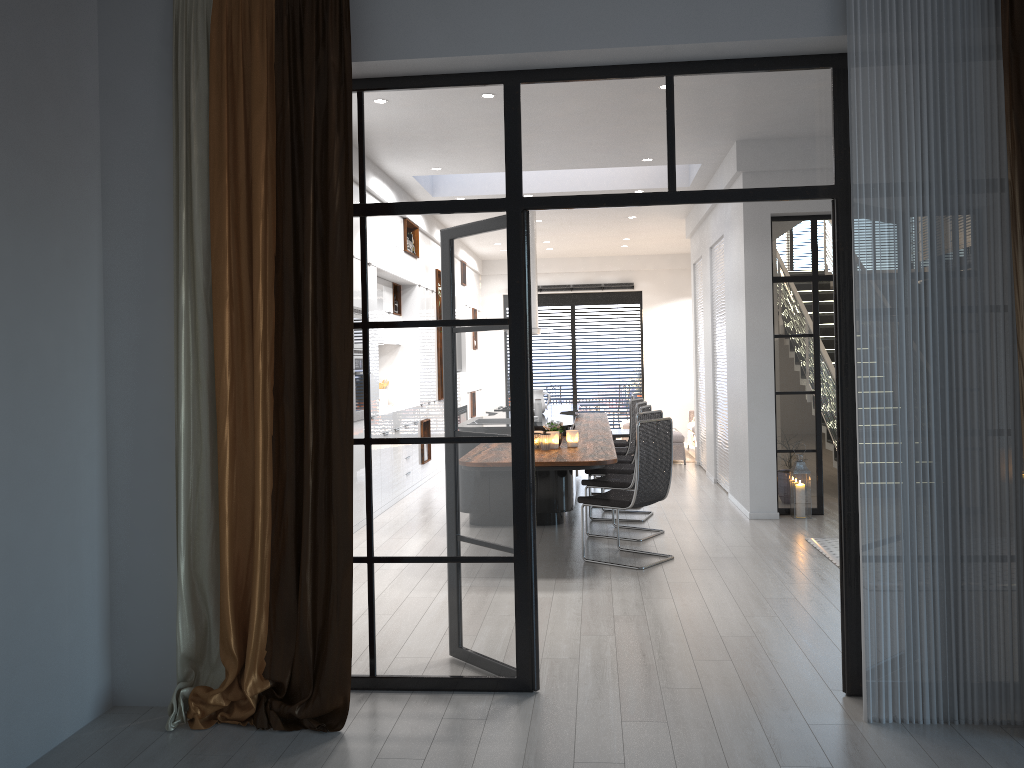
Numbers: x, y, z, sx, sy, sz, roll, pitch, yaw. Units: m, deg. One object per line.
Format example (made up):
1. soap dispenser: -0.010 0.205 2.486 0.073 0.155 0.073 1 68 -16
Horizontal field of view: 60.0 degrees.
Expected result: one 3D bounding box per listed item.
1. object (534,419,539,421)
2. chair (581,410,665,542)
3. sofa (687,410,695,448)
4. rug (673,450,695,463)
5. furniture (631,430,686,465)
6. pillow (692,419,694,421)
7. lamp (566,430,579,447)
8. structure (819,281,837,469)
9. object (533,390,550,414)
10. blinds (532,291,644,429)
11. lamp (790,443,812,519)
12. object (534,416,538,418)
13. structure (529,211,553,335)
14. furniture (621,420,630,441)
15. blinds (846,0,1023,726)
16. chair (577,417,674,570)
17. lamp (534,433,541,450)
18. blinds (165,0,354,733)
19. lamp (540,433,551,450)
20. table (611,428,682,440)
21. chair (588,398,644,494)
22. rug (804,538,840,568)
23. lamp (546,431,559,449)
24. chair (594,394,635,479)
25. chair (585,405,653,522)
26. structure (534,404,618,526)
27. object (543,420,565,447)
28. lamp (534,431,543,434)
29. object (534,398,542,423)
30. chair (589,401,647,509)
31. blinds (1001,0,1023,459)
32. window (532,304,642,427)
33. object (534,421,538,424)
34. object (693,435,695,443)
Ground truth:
1. object: 0.182 0.329 7.916 0.111 0.023 0.111 -1 1 18
2. chair: 0.913 0.730 7.315 0.536 1.018 0.471 -1 0 35
3. sofa: 3.151 0.635 13.146 0.898 0.825 2.094 -1 1 6
4. rug: 1.891 1.055 13.528 1.623 0.020 2.520 -1 1 5
5. furniture: 2.006 0.863 12.345 0.699 0.460 0.699 -1 1 1
6. pillow: 3.235 0.440 13.180 0.589 0.392 2.029 -1 1 -6
7. lamp: 0.453 0.409 6.647 0.095 0.124 0.095 -1 1 38
8. structure: 4.682 -0.728 10.733 2.393 3.601 5.803 -1 1 5
9. object: 0.276 0.189 9.400 0.211 0.254 0.183 -1 1 40
10. blinds: 1.167 -0.352 16.669 2.584 2.720 0.358 -1 0 5
11. lamp: 2.562 0.854 7.883 0.148 0.665 0.157 -1 0 5
12. object: 0.182 0.304 7.916 0.111 0.023 0.111 -1 1 18
13. structure: 0.131 -1.375 10.644 0.695 1.608 1.043 -1 0 4
14. furniture: 2.149 0.804 14.654 0.699 0.460 0.699 -1 1 6
15. blinds: 1.988 -0.208 3.411 1.301 3.068 0.052 -1 0 6
16. chair: 0.816 0.754 6.382 0.536 1.018 0.471 -1 0 40
17. lamp: 0.179 0.422 6.522 0.078 0.120 0.078 -1 0 -12
18. blinds: -1.023 -0.154 3.603 0.811 3.045 0.255 -1 0 5
19. lamp: 0.245 0.422 6.450 0.078 0.120 0.078 -1 0 -12
20. table: 2.024 0.890 13.459 1.000 0.350 1.000 -1 1 6
21. chair: 1.121 0.669 9.657 0.536 1.018 0.471 -1 0 25
22. rug: 3.354 1.199 6.069 2.276 0.020 1.585 -1 1 5
23. lamp: 0.303 0.415 6.545 0.095 0.124 0.095 -1 0 -2
24. chair: 1.199 0.644 10.617 0.536 1.018 0.471 -1 0 5
25. chair: 0.981 0.709 8.131 0.536 1.018 0.471 -1 0 20
26. structure: 0.261 0.781 8.528 1.377 0.887 5.642 -1 1 5
27. object: 0.322 0.370 6.682 0.151 0.206 0.157 -1 0 22
28. lamp: 0.187 0.416 6.628 0.095 0.124 0.095 -1 0 22
29. object: 0.239 0.240 8.065 0.071 0.219 0.071 -1 0 31
30. chair: 1.049 0.690 8.846 0.536 1.018 0.471 -1 0 20
31. blinds: 2.263 -0.218 3.283 0.811 3.045 0.255 -1 0 6
32. window: 4.181 -1.689 16.732 8.565 5.061 0.462 -1 0 4
33. object: 0.183 0.342 7.916 0.111 0.023 0.111 -1 1 18
34. object: 2.959 0.633 12.530 0.722 0.493 0.711 -1 1 2
